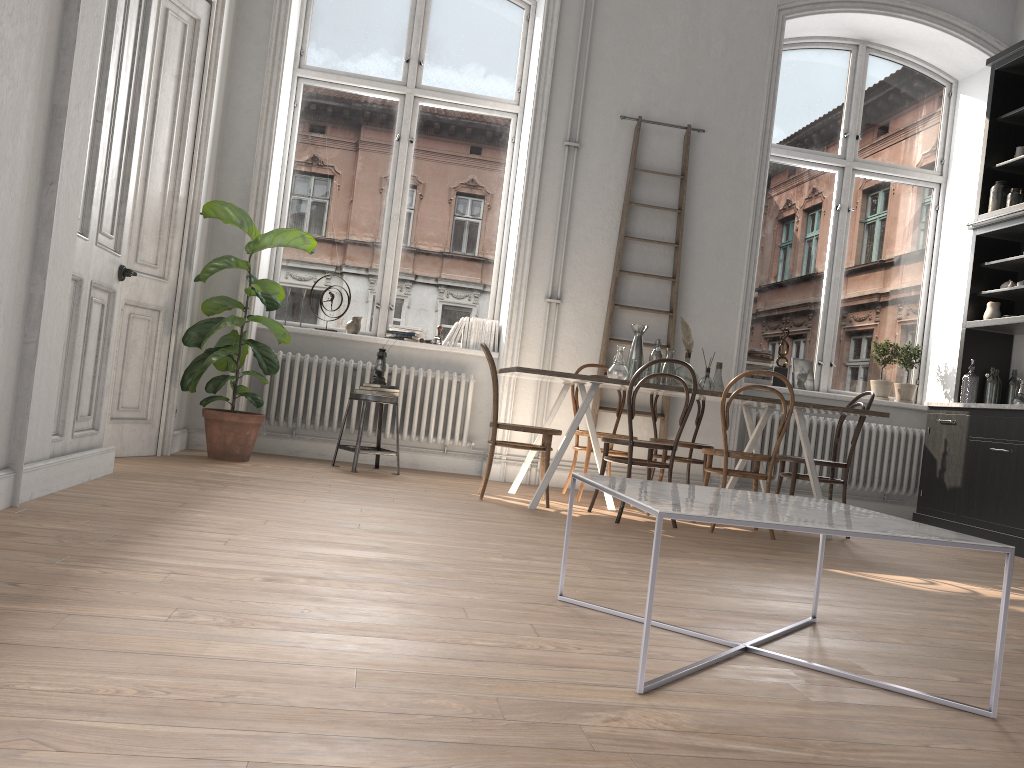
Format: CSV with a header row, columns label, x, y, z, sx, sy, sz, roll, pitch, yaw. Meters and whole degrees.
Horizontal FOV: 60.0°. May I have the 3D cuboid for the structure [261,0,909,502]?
label,x,y,z,sx,sy,sz,roll,pitch,yaw
structure,0.952,-1.413,6.737,5.182,4.473,0.340,7,-1,-9

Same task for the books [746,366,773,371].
label,x,y,z,sx,sy,sz,roll,pitch,yaw
books,1.942,-0.115,7.134,0.245,0.028,0.193,7,-1,-14

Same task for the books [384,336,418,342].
label,x,y,z,sx,sy,sz,roll,pitch,yaw
books,-0.837,-0.336,6.707,0.221,0.023,0.147,6,-1,40

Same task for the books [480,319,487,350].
label,x,y,z,sx,sy,sz,roll,pitch,yaw
books,-0.229,-0.373,6.810,0.019,0.243,0.174,7,-1,-9

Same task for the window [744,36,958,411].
label,x,y,z,sx,sy,sz,roll,pitch,yaw
window,8.987,-4.926,11.375,14.387,15.933,26.397,7,-1,-9

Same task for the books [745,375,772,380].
label,x,y,z,sx,sy,sz,roll,pitch,yaw
books,1.928,-0.053,7.116,0.250,0.023,0.175,7,-1,-13

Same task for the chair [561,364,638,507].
label,x,y,z,sx,sy,sz,roll,pitch,yaw
chair,0.608,0.320,5.954,0.438,0.920,0.549,7,-1,-11

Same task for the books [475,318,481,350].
label,x,y,z,sx,sy,sz,roll,pitch,yaw
books,-0.273,-0.378,6.820,0.019,0.243,0.174,7,-1,-9

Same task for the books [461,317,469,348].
label,x,y,z,sx,sy,sz,roll,pitch,yaw
books,-0.362,-0.389,6.811,0.024,0.243,0.175,7,-1,-9

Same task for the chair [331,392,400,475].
label,x,y,z,sx,sy,sz,roll,pitch,yaw
chair,-0.975,0.333,6.097,0.364,0.522,0.360,7,-1,-35

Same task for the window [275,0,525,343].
label,x,y,z,sx,sy,sz,roll,pitch,yaw
window,-0.842,-1.800,6.873,1.622,2.843,0.013,7,-1,-9

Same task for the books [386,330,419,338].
label,x,y,z,sx,sy,sz,roll,pitch,yaw
books,-0.823,-0.379,6.704,0.221,0.023,0.147,7,-1,7

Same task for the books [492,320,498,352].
label,x,y,z,sx,sy,sz,roll,pitch,yaw
books,-0.128,-0.361,6.825,0.040,0.244,0.174,7,-1,-9

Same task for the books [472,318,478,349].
label,x,y,z,sx,sy,sz,roll,pitch,yaw
books,-0.290,-0.381,6.800,0.019,0.243,0.174,7,-1,-9

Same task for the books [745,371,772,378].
label,x,y,z,sx,sy,sz,roll,pitch,yaw
books,1.931,-0.076,7.116,0.249,0.023,0.175,7,-1,-8

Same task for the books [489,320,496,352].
label,x,y,z,sx,sy,sz,roll,pitch,yaw
books,-0.160,-0.364,6.822,0.024,0.243,0.175,7,-1,-9

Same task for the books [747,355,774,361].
label,x,y,z,sx,sy,sz,roll,pitch,yaw
books,1.953,-0.205,7.131,0.244,0.019,0.174,7,-1,-9

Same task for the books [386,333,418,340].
label,x,y,z,sx,sy,sz,roll,pitch,yaw
books,-0.828,-0.357,6.705,0.205,0.022,0.155,7,-1,11

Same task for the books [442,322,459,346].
label,x,y,z,sx,sy,sz,roll,pitch,yaw
books,-0.472,-0.379,6.777,0.105,0.194,0.155,7,-1,-10

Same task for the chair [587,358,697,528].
label,x,y,z,sx,sy,sz,roll,pitch,yaw
chair,0.743,0.317,5.024,0.438,0.920,0.549,7,-1,-13

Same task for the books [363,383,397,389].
label,x,y,z,sx,sy,sz,roll,pitch,yaw
books,-0.913,0.016,6.141,0.147,0.027,0.221,6,-1,24

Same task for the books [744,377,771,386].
label,x,y,z,sx,sy,sz,roll,pitch,yaw
books,1.922,-0.021,7.116,0.248,0.043,0.192,7,-1,-9

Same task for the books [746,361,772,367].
label,x,y,z,sx,sy,sz,roll,pitch,yaw
books,1.955,-0.162,7.137,0.222,0.024,0.158,7,-1,-9

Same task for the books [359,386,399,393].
label,x,y,z,sx,sy,sz,roll,pitch,yaw
books,-0.917,0.038,6.140,0.232,0.029,0.162,8,-1,-38

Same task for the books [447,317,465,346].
label,x,y,z,sx,sy,sz,roll,pitch,yaw
books,-0.431,-0.394,6.779,0.100,0.235,0.174,7,-1,-9

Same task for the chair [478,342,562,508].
label,x,y,z,sx,sy,sz,roll,pitch,yaw
chair,0.030,0.239,5.329,0.549,0.920,0.438,7,-1,0

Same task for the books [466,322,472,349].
label,x,y,z,sx,sy,sz,roll,pitch,yaw
books,-0.336,-0.367,6.795,0.020,0.205,0.155,7,-1,-9

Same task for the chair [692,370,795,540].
label,x,y,z,sx,sy,sz,roll,pitch,yaw
chair,1.323,0.387,5.076,0.438,0.920,0.549,7,-1,2

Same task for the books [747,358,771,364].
label,x,y,z,sx,sy,sz,roll,pitch,yaw
books,1.955,-0.184,7.131,0.205,0.022,0.155,7,-1,-14

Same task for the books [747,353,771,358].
label,x,y,z,sx,sy,sz,roll,pitch,yaw
books,1.947,-0.227,7.130,0.231,0.023,0.162,7,-1,7

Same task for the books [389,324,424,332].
label,x,y,z,sx,sy,sz,roll,pitch,yaw
books,-0.798,-0.422,6.716,0.243,0.019,0.174,7,-1,1

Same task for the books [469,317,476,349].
label,x,y,z,sx,sy,sz,roll,pitch,yaw
books,-0.310,-0.383,6.788,0.024,0.243,0.175,7,-1,-9

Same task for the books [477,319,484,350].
label,x,y,z,sx,sy,sz,roll,pitch,yaw
books,-0.253,-0.375,6.828,0.024,0.243,0.175,7,-1,-9

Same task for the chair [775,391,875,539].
label,x,y,z,sx,sy,sz,roll,pitch,yaw
chair,1.946,0.471,5.600,0.549,0.920,0.438,7,-1,4

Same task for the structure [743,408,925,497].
label,x,y,z,sx,sy,sz,roll,pitch,yaw
structure,2.544,0.549,7.067,1.577,0.552,0.194,7,-1,-9

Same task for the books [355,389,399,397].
label,x,y,z,sx,sy,sz,roll,pitch,yaw
books,-0.931,0.062,6.135,0.194,0.034,0.246,6,-1,32

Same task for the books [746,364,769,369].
label,x,y,z,sx,sy,sz,roll,pitch,yaw
books,1.950,-0.139,7.131,0.205,0.022,0.155,7,-1,5

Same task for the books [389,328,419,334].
label,x,y,z,sx,sy,sz,roll,pitch,yaw
books,-0.817,-0.399,6.693,0.205,0.020,0.155,7,-1,-19

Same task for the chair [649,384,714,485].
label,x,y,z,sx,sy,sz,roll,pitch,yaw
chair,1.159,0.388,6.118,0.438,0.920,0.549,7,-1,-2

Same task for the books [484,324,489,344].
label,x,y,z,sx,sy,sz,roll,pitch,yaw
books,-0.209,-0.352,6.814,0.020,0.205,0.155,7,-1,-9

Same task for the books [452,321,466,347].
label,x,y,z,sx,sy,sz,roll,pitch,yaw
books,-0.408,-0.375,6.784,0.072,0.203,0.155,7,-1,-9

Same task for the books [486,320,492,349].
label,x,y,z,sx,sy,sz,roll,pitch,yaw
books,-0.187,-0.367,6.838,0.024,0.243,0.175,7,-1,-9
